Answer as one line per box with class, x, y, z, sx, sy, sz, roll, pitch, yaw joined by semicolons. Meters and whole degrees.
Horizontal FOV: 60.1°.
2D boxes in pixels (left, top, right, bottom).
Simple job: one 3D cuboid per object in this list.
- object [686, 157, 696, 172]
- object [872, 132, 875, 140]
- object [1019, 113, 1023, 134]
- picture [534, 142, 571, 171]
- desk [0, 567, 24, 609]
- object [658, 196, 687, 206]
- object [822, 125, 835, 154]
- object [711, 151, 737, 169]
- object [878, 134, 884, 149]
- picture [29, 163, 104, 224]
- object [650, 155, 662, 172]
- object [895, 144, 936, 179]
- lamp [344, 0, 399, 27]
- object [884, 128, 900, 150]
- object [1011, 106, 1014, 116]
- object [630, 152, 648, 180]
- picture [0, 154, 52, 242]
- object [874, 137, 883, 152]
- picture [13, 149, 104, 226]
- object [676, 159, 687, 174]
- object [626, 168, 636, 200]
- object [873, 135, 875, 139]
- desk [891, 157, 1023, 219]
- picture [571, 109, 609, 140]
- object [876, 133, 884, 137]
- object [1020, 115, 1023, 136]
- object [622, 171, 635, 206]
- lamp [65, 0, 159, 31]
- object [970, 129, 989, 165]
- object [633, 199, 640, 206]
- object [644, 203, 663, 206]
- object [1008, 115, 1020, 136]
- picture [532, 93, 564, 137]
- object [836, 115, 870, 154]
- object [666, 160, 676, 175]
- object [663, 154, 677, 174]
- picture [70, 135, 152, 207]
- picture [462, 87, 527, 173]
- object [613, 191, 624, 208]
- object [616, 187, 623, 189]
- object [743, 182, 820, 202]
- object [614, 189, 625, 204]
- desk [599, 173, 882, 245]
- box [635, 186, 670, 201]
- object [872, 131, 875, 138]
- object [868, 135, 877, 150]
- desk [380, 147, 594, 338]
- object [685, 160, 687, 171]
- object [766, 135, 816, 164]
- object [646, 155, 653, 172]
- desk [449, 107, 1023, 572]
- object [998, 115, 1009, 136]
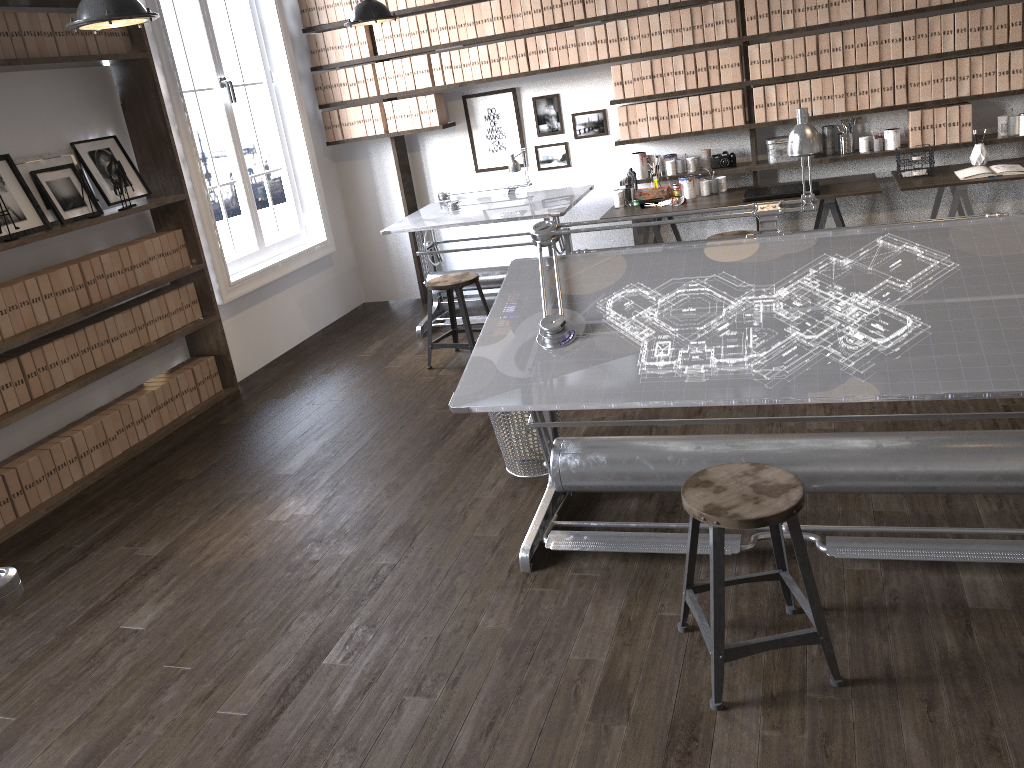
object;1.223;-1.497;6.050;0.062;0.093;0.063;-7;18;6
object;2.306;-1.544;5.636;0.028;0.125;0.004;-4;18;18
object;3.105;-1.579;5.381;0.045;0.126;0.045;-3;18;20
picture;0.297;-1.669;6.495;0.251;0.181;0.023;-2;18;20
desk;-1.673;0.801;1.664;1.267;1.172;1.190;-3;19;20
object;1.032;-1.185;5.726;0.133;0.050;0.198;-25;24;-37
object;2.089;-1.608;5.843;0.079;0.185;0.080;-10;17;0
object;1.424;-1.508;5.964;0.170;0.107;0.092;-2;19;20
object;2.367;-1.551;5.675;0.045;0.099;0.045;-2;19;22
picture;-2.336;-1.001;4.654;0.127;0.286;0.294;-3;19;20
object;1.003;-1.523;6.156;0.070;0.128;0.070;-20;20;-30
object;2.442;-1.348;5.370;0.203;0.158;0.288;-3;20;19
lamp;-0.961;-3.076;4.651;0.311;2.220;0.317;-9;17;0
object;2.412;-1.552;5.621;0.095;0.126;0.095;0;20;26
object;3.083;-1.620;5.436;0.041;0.166;0.009;-2;18;23
object;0.880;-1.508;6.119;0.106;0.174;0.109;-2;19;21
picture;-2.464;-0.892;4.254;0.148;0.386;0.379;-3;19;20
object;2.359;-1.548;5.684;0.062;0.092;0.183;2;22;32
picture;-2.384;-1.027;4.647;0.095;0.356;0.440;-3;19;20
object;1.157;-1.486;6.051;0.062;0.092;0.064;-7;18;6
object;0.795;-1.332;5.960;0.069;0.234;0.069;-4;18;17
object;2.309;-1.535;5.622;0.035;0.101;0.005;-4;18;16
desk;3.152;-0.953;5.163;1.667;0.660;0.666;-2;19;20
picture;0.558;-1.858;6.337;0.251;0.181;0.023;-2;18;20
object;2.383;-1.610;5.719;0.061;0.015;0.061;-17;21;-21
object;3.087;-1.556;5.325;0.062;0.117;0.062;-15;18;-19
object;0.775;-1.302;5.897;0.069;0.226;0.069;-4;18;17
lamp;-1.581;-2.319;2.808;0.311;2.220;0.317;-9;17;0
object;2.825;-1.429;5.351;0.102;0.206;0.102;-17;19;-23
object;0.829;-1.204;5.883;0.049;0.037;0.050;-4;19;16
object;0.928;-1.167;5.757;0.011;0.017;0.172;-22;23;-35
object;3.048;-1.569;5.383;0.063;0.116;0.063;-19;20;-27
picture;0.262;-1.943;6.409;0.201;0.280;0.022;-3;18;19
object;2.192;-1.629;5.712;0.181;0.268;0.159;-8;18;5
object;1.088;-1.478;6.061;0.062;0.093;0.063;-7;18;6
object;1.107;-1.531;6.162;0.095;0.126;0.095;-23;22;-37
picture;-2.246;-1.202;4.973;0.160;0.359;0.348;-3;19;20
picture;-0.126;-1.871;6.555;0.415;0.566;0.040;-3;18;20
object;0.715;-1.237;5.926;0.068;0.103;0.069;-1;19;24
object;0.752;-1.292;6.065;0.068;0.103;0.069;-4;18;15
object;1.660;-1.184;5.457;0.445;0.033;0.317;-2;21;19
object;0.729;-1.265;5.999;0.070;0.102;0.070;-4;18;15
desk;1.491;-0.891;5.752;1.667;0.660;0.666;-2;19;20
box;0.942;-1.265;5.926;0.211;0.082;0.140;-2;20;19
object;2.311;-1.553;5.637;0.041;0.123;0.008;-7;17;9
object;2.323;-1.556;5.713;0.063;0.092;0.064;-15;18;-16
desk;-0.090;-1.025;6.207;1.267;1.082;1.088;-3;19;20
object;1.187;-1.508;6.130;0.054;0.079;0.054;-25;23;-40
object;1.845;-1.557;5.846;0.316;0.150;0.196;-3;20;19
object;0.972;-1.543;6.228;0.072;0.127;0.072;-16;19;-21
desk;0.809;-0.214;3.083;2.278;1.367;1.093;-2;19;20
object;3.019;-1.586;5.442;0.062;0.117;0.062;-19;20;-27
